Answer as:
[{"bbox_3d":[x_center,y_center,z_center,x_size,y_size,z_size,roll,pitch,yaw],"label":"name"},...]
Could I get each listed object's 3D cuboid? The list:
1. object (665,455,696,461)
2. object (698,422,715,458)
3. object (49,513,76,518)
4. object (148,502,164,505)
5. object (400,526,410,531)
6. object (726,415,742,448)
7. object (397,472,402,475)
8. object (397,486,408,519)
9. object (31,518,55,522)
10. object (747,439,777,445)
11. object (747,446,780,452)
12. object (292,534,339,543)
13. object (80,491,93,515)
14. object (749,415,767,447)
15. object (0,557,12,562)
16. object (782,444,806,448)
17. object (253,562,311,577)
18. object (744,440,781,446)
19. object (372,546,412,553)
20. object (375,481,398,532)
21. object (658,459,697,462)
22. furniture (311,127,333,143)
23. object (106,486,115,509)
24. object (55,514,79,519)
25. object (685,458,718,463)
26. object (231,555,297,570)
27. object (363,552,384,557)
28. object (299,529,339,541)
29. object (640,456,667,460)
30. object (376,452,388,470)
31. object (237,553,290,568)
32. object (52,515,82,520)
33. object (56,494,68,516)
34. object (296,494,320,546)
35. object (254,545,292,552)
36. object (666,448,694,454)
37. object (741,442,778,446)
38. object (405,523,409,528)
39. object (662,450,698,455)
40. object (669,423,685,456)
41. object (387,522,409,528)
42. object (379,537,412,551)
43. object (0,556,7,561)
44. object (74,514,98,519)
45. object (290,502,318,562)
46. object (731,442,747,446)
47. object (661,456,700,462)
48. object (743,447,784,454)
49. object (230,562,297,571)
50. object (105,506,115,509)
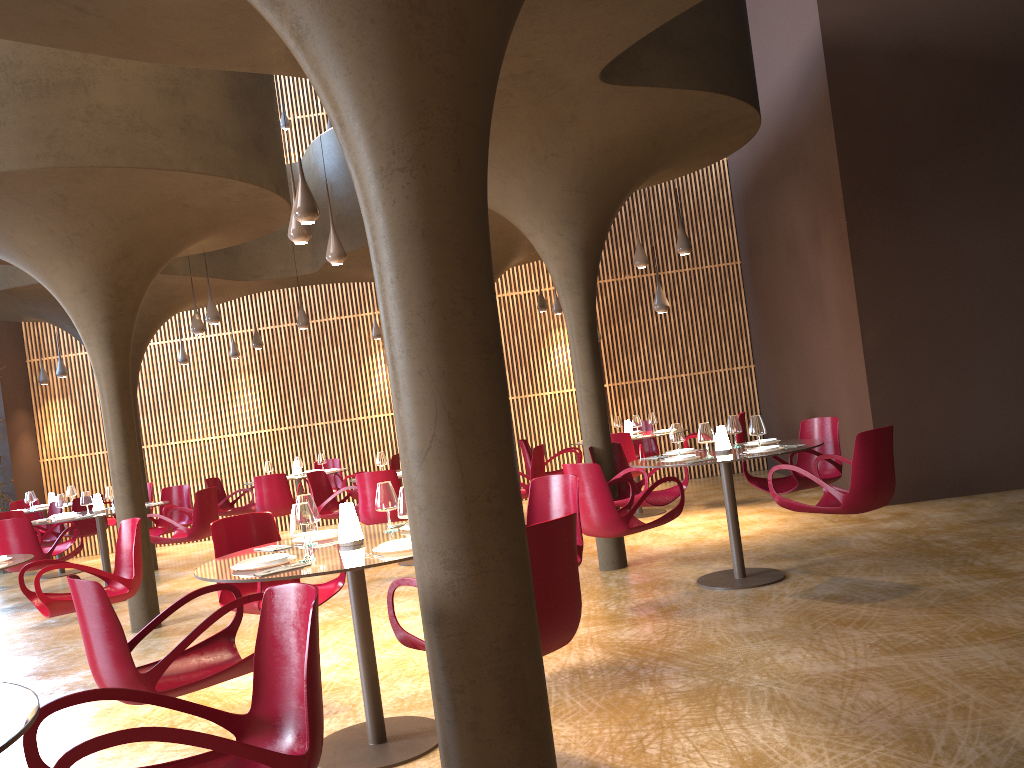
[{"bbox_3d":[1.430,0.631,7.519,0.262,0.029,0.263,-6,-2,-41],"label":"object"},{"bbox_3d":[1.633,0.474,7.447,0.142,0.295,0.142,-8,0,8],"label":"object"},{"bbox_3d":[-5.785,1.695,11.426,0.332,0.014,0.331,-8,-2,29],"label":"object"},{"bbox_3d":[-4.640,1.551,11.450,0.262,0.017,0.126,-8,-2,23],"label":"object"},{"bbox_3d":[-0.504,0.842,5.280,0.332,0.014,0.332,-8,-1,7],"label":"object"},{"bbox_3d":[2.047,0.436,8.163,0.142,0.295,0.142,-8,0,16],"label":"object"},{"bbox_3d":[-1.340,1.075,10.620,0.263,0.029,0.263,-8,-1,21],"label":"object"},{"bbox_3d":[-0.543,0.696,4.761,0.142,0.295,0.141,-8,0,29],"label":"object"},{"bbox_3d":[-5.900,1.710,11.147,0.262,0.017,0.126,-8,-1,19],"label":"object"},{"bbox_3d":[2.288,0.531,8.107,0.262,0.029,0.263,-6,-2,-38],"label":"object"},{"bbox_3d":[2.076,0.540,7.314,0.263,0.029,0.263,-7,-1,-12],"label":"object"},{"bbox_3d":[-1.170,0.933,5.400,0.332,0.014,0.331,-8,-1,10],"label":"object"},{"bbox_3d":[-5.227,1.469,10.900,0.142,0.295,0.142,-8,0,-6],"label":"object"},{"bbox_3d":[2.093,0.415,7.545,0.142,0.295,0.142,-8,0,-13],"label":"object"},{"bbox_3d":[-3.885,1.322,6.557,0.332,0.014,0.331,-8,-2,26],"label":"object"},{"bbox_3d":[2.336,0.526,7.469,0.126,0.017,0.262,-7,-2,-34],"label":"object"},{"bbox_3d":[-1.121,0.907,4.331,0.261,0.017,0.127,-7,-2,-36],"label":"object"},{"bbox_3d":[2.289,0.541,8.107,0.332,0.014,0.331,-8,-1,20],"label":"object"},{"bbox_3d":[-0.546,0.829,4.529,0.332,0.014,0.331,-8,-2,27],"label":"object"},{"bbox_3d":[-0.749,0.737,5.323,0.142,0.295,0.141,-8,0,35],"label":"object"},{"bbox_3d":[1.428,0.642,7.523,0.204,0.012,0.411,-7,-2,-29],"label":"object"},{"bbox_3d":[-2.147,-3.059,12.618,2.536,1.047,0.899,-9,-1,44],"label":"furniture"},{"bbox_3d":[-5.270,1.494,11.670,0.142,0.295,0.142,-8,0,-10],"label":"object"},{"bbox_3d":[-5.411,1.619,10.785,0.263,0.029,0.263,-8,-1,11],"label":"object"},{"bbox_3d":[1.540,0.626,7.237,0.261,0.017,0.126,-7,-2,-25],"label":"object"},{"bbox_3d":[-1.282,0.928,4.587,0.332,0.014,0.332,-8,-1,0],"label":"object"},{"bbox_3d":[-0.549,0.830,4.526,0.410,0.012,0.205,-6,-2,-41],"label":"object"},{"bbox_3d":[-1.172,0.924,5.400,0.263,0.029,0.262,-9,-2,39],"label":"object"},{"bbox_3d":[1.300,0.680,8.123,0.126,0.017,0.262,-7,-2,-30],"label":"object"},{"bbox_3d":[-1.622,0.995,11.055,0.142,0.295,0.141,-8,0,41],"label":"object"},{"bbox_3d":[-1.283,0.918,4.587,0.263,0.029,0.263,-9,-2,38],"label":"object"},{"bbox_3d":[-5.410,1.629,10.785,0.331,0.014,0.332,-7,-1,-5],"label":"object"},{"bbox_3d":[-5.693,1.539,11.220,0.142,0.295,0.141,-8,0,41],"label":"object"},{"bbox_3d":[-1.193,0.792,5.167,0.141,0.295,0.142,-7,0,-31],"label":"object"},{"bbox_3d":[-1.406,0.967,5.215,0.126,0.017,0.262,-6,-2,-41],"label":"object"},{"bbox_3d":[1.566,0.631,8.258,0.263,0.029,0.263,-8,-2,31],"label":"object"},{"bbox_3d":[2.292,0.542,8.103,0.204,0.012,0.411,-7,-2,-33],"label":"object"},{"bbox_3d":[-0.505,0.832,5.280,0.263,0.029,0.263,-8,-1,0],"label":"object"},{"bbox_3d":[1.567,0.641,8.258,0.331,0.014,0.332,-7,-1,-14],"label":"object"},{"bbox_3d":[1.499,0.506,8.030,0.142,0.295,0.141,-8,0,36],"label":"object"},{"bbox_3d":[-0.645,0.874,5.546,0.261,0.017,0.127,-7,-2,-32],"label":"object"},{"bbox_3d":[-0.547,0.819,4.529,0.263,0.029,0.263,-8,-2,24],"label":"object"},{"bbox_3d":[-3.886,1.312,6.557,0.262,0.029,0.263,-6,-2,-42],"label":"object"},{"bbox_3d":[-5.129,1.596,10.675,0.126,0.017,0.261,-8,-1,18],"label":"object"},{"bbox_3d":[-1.070,0.761,4.559,0.142,0.295,0.142,-8,0,-3],"label":"object"},{"bbox_3d":[2.164,0.572,8.381,0.261,0.017,0.126,-7,-2,-28],"label":"object"},{"bbox_3d":[1.431,0.640,7.519,0.331,0.014,0.332,-7,-1,-12],"label":"object"},{"bbox_3d":[2.077,0.550,7.314,0.331,0.014,0.332,-7,-1,-15],"label":"object"},{"bbox_3d":[-1.285,0.929,4.590,0.204,0.012,0.411,-6,-2,-40],"label":"object"},{"bbox_3d":[-5.346,1.655,11.889,0.126,0.017,0.262,-8,-1,13],"label":"object"}]
